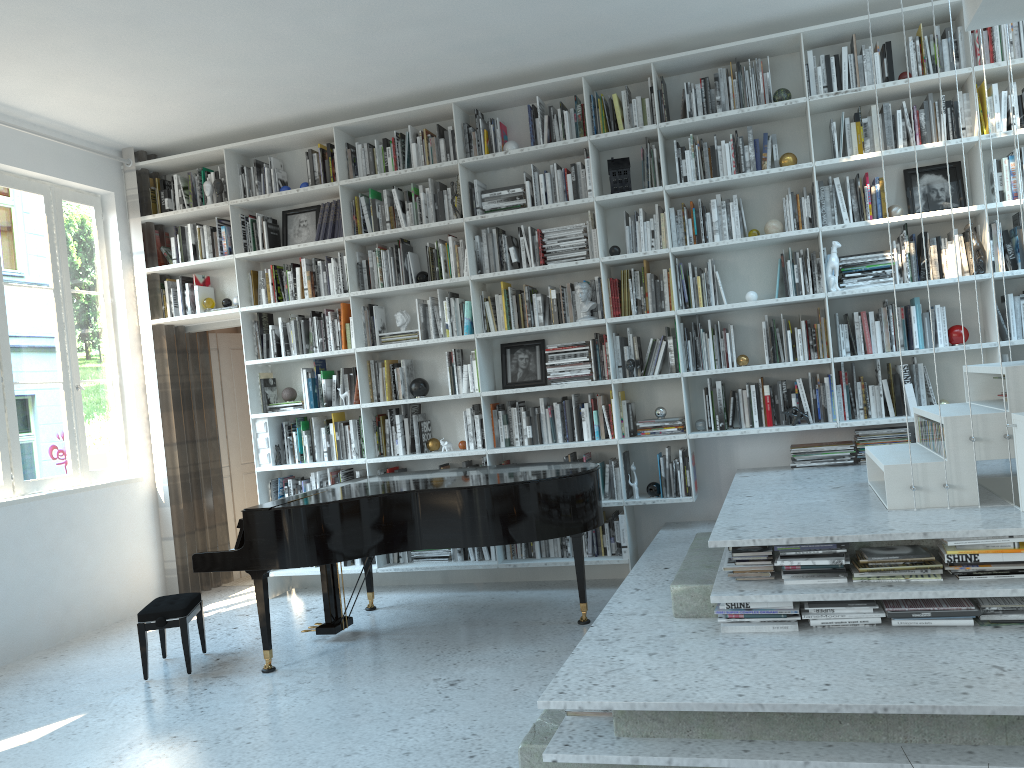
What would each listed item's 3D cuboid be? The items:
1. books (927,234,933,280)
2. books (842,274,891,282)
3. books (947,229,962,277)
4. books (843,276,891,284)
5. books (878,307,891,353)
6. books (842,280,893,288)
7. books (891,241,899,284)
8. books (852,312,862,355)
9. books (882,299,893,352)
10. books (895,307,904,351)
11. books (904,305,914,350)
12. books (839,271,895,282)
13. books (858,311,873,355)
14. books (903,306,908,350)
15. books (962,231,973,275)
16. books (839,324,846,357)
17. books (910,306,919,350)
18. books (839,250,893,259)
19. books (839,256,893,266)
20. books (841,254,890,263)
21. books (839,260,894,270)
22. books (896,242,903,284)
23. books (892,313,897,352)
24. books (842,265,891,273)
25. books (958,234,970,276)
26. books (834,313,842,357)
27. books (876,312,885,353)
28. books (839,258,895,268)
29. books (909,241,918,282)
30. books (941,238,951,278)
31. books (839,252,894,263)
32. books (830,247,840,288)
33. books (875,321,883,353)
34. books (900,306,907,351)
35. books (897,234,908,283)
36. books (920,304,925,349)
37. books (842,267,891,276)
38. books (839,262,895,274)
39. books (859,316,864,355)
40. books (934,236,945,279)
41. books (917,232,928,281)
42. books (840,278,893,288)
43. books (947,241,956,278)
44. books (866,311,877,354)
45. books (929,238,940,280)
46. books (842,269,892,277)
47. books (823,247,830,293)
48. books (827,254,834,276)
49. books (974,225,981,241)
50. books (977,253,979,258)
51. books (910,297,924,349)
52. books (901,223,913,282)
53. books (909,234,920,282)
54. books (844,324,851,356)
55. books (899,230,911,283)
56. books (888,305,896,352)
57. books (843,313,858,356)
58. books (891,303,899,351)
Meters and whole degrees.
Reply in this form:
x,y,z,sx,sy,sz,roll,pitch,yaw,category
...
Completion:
x,y,z,sx,sy,sz,roll,pitch,yaw,category
2.357,-0.710,5.027,0.010,0.278,0.129,-5,0,17,books
2.041,-0.606,5.109,0.254,0.012,0.161,-6,0,19,books
2.473,-0.718,4.954,0.021,0.271,0.191,-5,0,17,books
2.041,-0.594,5.105,0.254,0.012,0.161,-6,0,21,books
2.126,-0.307,5.063,0.028,0.255,0.191,-5,0,17,books
2.043,-0.570,5.105,0.254,0.012,0.161,-6,0,13,books
2.182,-0.681,5.058,0.012,0.254,0.161,-5,0,17,books
1.996,-0.289,5.132,0.024,0.247,0.143,-5,0,17,books
2.150,-0.331,5.078,0.013,0.299,0.147,-5,0,17,books
2.205,-0.310,5.069,0.026,0.246,0.165,-5,0,17,books
2.262,-0.319,5.057,0.012,0.254,0.161,-5,0,17,books
2.041,-0.618,5.108,0.285,0.012,0.159,-6,0,15,books
2.033,-0.293,5.102,0.045,0.246,0.185,-5,0,17,books
2.248,-0.318,5.089,0.017,0.254,0.078,-5,0,17,books
2.539,-0.717,4.952,0.024,0.255,0.145,-5,0,17,books
1.917,-0.251,5.152,0.023,0.186,0.159,-5,0,17,books
2.272,-0.315,5.028,0.023,0.244,0.189,-5,0,17,books
2.031,-0.739,5.107,0.285,0.012,0.159,-6,0,19,books
2.035,-0.703,5.107,0.285,0.012,0.159,-6,0,19,books
2.034,-0.715,5.107,0.254,0.012,0.161,-6,0,19,books
2.037,-0.679,5.107,0.285,0.012,0.159,-6,0,19,books
2.204,-0.679,5.070,0.023,0.247,0.138,-5,0,17,books
2.177,-0.294,5.074,0.011,0.220,0.149,-5,0,17,books
2.038,-0.655,5.101,0.254,0.012,0.161,-6,0,22,books
2.504,-0.705,4.948,0.041,0.239,0.176,-5,0,17,books
1.900,-0.283,5.167,0.012,0.254,0.161,-5,0,17,books
2.115,-0.292,5.091,0.012,0.229,0.179,-5,0,17,books
2.034,-0.691,5.100,0.285,0.012,0.159,-6,0,12,books
2.262,-0.680,5.024,0.030,0.236,0.179,-5,0,17,books
2.436,-0.696,4.999,0.028,0.235,0.129,-5,0,17,books
2.033,-0.727,5.107,0.285,0.012,0.159,-6,0,15,books
1.880,-0.657,5.162,0.028,0.267,0.137,-5,0,17,books
2.096,-0.267,5.088,0.027,0.181,0.186,-5,0,17,books
2.219,-0.313,5.044,0.014,0.249,0.177,-5,0,17,books
2.225,-0.701,5.055,0.012,0.285,0.159,-5,0,17,books
2.318,-0.324,5.034,0.010,0.252,0.153,-5,0,17,books
2.040,-0.642,5.112,0.254,0.012,0.161,-6,0,17,books
2.038,-0.667,5.105,0.285,0.012,0.159,-6,0,14,books
2.010,-0.279,5.115,0.011,0.223,0.162,-5,0,17,books
2.407,-0.701,5.009,0.031,0.250,0.133,-5,0,17,books
2.316,-0.708,5.011,0.059,0.282,0.167,-5,0,17,books
2.041,-0.582,5.102,0.285,0.012,0.159,-6,0,22,books
2.460,-0.688,4.985,0.025,0.213,0.155,-5,0,17,books
2.071,-0.293,5.107,0.026,0.239,0.177,-5,0,17,books
2.372,-0.694,5.001,0.031,0.242,0.147,-5,0,17,books
2.038,-0.630,5.102,0.254,0.012,0.161,-6,0,12,books
1.829,-0.654,5.182,0.028,0.270,0.128,-5,0,17,books
1.848,-0.631,5.142,0.027,0.221,0.184,-5,0,17,books
2.614,-0.739,4.945,0.029,0.283,0.138,-5,0,17,books
2.584,-0.683,4.926,0.027,0.179,0.166,-5,0,17,books
2.295,-0.341,5.024,0.026,0.290,0.181,-5,0,17,books
2.236,-0.729,5.022,0.010,0.339,0.180,-5,0,17,books
2.285,-0.704,5.034,0.013,0.280,0.131,-5,0,17,books
1.938,-0.252,5.143,0.022,0.184,0.162,-5,0,17,books
2.228,-0.708,5.026,0.011,0.300,0.184,-5,0,17,books
2.158,-0.313,5.058,0.012,0.262,0.186,-5,0,17,books
1.959,-0.284,5.132,0.047,0.244,0.177,-5,0,17,books
2.185,-0.321,5.071,0.011,0.272,0.152,-5,0,17,books
